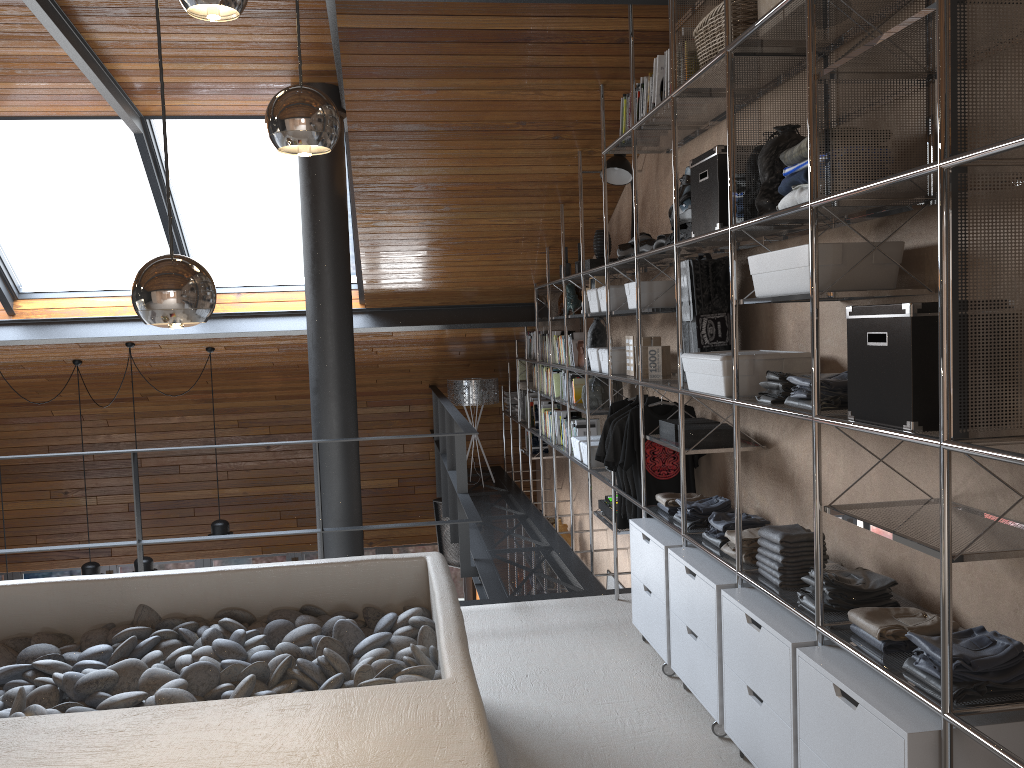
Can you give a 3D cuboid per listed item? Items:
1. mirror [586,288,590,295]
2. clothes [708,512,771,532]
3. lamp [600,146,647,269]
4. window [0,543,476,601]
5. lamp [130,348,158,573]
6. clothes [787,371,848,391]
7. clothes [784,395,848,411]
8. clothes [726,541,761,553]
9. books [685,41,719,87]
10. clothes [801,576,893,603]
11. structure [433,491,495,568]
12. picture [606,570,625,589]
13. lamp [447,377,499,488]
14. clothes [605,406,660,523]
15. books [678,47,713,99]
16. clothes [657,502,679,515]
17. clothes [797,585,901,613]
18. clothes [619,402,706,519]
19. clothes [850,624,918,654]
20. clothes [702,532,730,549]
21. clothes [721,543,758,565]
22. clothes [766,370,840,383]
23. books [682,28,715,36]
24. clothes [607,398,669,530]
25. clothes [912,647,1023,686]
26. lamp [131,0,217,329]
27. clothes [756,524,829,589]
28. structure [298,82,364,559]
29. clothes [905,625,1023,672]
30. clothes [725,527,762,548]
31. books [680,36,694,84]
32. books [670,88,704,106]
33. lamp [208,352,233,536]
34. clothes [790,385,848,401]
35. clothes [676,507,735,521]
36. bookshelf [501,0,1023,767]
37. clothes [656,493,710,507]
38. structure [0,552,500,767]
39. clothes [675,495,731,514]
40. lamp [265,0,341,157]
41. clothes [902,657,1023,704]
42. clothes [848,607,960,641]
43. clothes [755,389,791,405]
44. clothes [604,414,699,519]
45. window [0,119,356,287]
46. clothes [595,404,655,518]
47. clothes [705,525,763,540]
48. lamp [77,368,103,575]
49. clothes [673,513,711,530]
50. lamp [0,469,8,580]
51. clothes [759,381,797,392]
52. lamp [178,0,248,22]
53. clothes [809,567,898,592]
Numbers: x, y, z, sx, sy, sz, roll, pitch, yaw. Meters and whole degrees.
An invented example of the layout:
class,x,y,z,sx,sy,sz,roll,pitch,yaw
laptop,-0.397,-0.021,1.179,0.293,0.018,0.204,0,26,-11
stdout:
class,x,y,z,sx,sy,sz,roll,pitch,yaw
mirror,0.524,-0.530,5.639,0.069,0.168,0.130,-5,4,-38
clothes,0.870,0.524,3.388,0.204,0.049,0.184,-3,4,-8
lamp,0.605,-0.973,4.868,0.322,0.660,0.233,-6,5,-44
window,-3.291,2.478,9.554,5.936,1.522,0.101,-3,4,-8
lamp,-3.102,0.615,7.338,0.210,1.911,0.210,0,4,30
clothes,0.944,-0.010,2.616,0.200,0.052,0.194,-2,4,-6
clothes,0.958,0.045,2.609,0.243,0.045,0.208,-3,4,-8
clothes,0.878,0.566,3.133,0.229,0.052,0.199,-2,4,-5
books,0.749,-1.244,3.486,0.129,0.203,0.021,-3,4,-8
clothes,1.000,0.603,2.631,0.215,0.047,0.191,-3,4,-8
structure,-0.463,1.485,9.044,0.461,0.735,0.488,1,5,42
picture,0.720,1.792,6.195,0.090,0.863,0.530,-3,4,-8
lamp,-0.350,0.449,8.326,0.475,1.002,0.475,-1,4,16
clothes,0.711,0.396,4.441,0.488,0.586,0.074,-3,4,-15
books,0.737,-1.250,3.559,0.148,0.206,0.018,-3,4,-8
clothes,0.790,0.547,3.995,0.248,0.043,0.190,-2,4,1
clothes,0.984,0.628,2.627,0.243,0.045,0.208,-3,4,-8
clothes,0.725,0.431,4.237,0.424,0.689,0.090,-3,4,-9
clothes,1.028,0.646,2.297,0.248,0.043,0.190,-2,4,1
clothes,0.872,0.580,3.401,0.242,0.048,0.207,-3,4,-11
clothes,0.894,0.593,3.154,0.238,0.053,0.212,-3,4,-10
clothes,0.934,-0.020,2.855,0.200,0.052,0.194,-3,4,-7
books,0.749,-1.280,3.529,0.143,0.268,0.020,-3,4,-8
clothes,0.674,0.410,4.601,0.424,0.689,0.090,-3,4,-9
clothes,1.047,0.638,2.030,0.215,0.047,0.191,-3,4,-8
lamp,-0.645,-0.984,1.565,0.146,1.771,0.146,-1,4,17
clothes,0.910,0.551,2.867,0.184,0.172,0.201,-2,4,-6
structure,-1.031,1.056,5.285,1.197,5.699,1.689,-3,4,-8
clothes,1.051,0.606,2.044,0.200,0.052,0.194,-2,4,-6
clothes,0.883,0.539,3.144,0.212,0.047,0.187,-3,4,-7
books,0.733,-1.260,3.512,0.129,0.231,0.010,-3,4,-8
books,0.724,-1.253,3.665,0.143,0.199,0.054,-3,4,-8
lamp,-2.532,0.513,7.571,0.210,1.565,0.210,0,4,30
clothes,0.940,0.021,2.602,0.215,0.047,0.191,-3,4,-8
clothes,0.808,0.539,3.727,0.215,0.047,0.191,-3,4,-8
bookshelf,0.851,0.817,3.876,0.421,6.219,10.739,-3,4,-8
clothes,0.775,0.517,3.990,0.221,0.050,0.196,-2,4,-5
structure,-2.357,0.867,1.979,4.614,1.120,2.634,-3,4,-8
clothes,0.812,0.507,3.742,0.200,0.052,0.194,-2,4,-6
lamp,-0.437,-1.188,1.712,0.146,1.474,0.146,-1,4,23
clothes,1.065,0.662,2.037,0.243,0.045,0.208,-3,4,-8
clothes,1.013,0.615,2.292,0.221,0.050,0.196,-2,4,-5
clothes,0.924,0.035,2.869,0.243,0.045,0.208,-3,4,-8
clothes,0.689,0.401,4.372,0.488,0.586,0.074,-3,4,-15
window,-3.067,-1.241,6.196,3.818,1.031,1.213,-3,4,-8
clothes,0.663,0.390,4.557,0.488,0.586,0.074,-3,4,-15
clothes,0.854,0.554,3.390,0.203,0.053,0.198,-2,4,-4
lamp,-3.666,0.665,7.591,0.210,2.002,0.210,0,4,30
clothes,0.826,0.563,3.734,0.243,0.045,0.208,-3,4,-8
lamp,-4.107,0.727,7.117,0.210,2.034,0.210,0,4,30
clothes,0.940,0.010,2.873,0.215,0.047,0.191,-3,4,-8
lamp,-0.640,-1.361,1.800,0.146,1.204,0.146,-1,4,23
clothes,0.994,0.573,2.613,0.200,0.052,0.194,-3,4,-7
